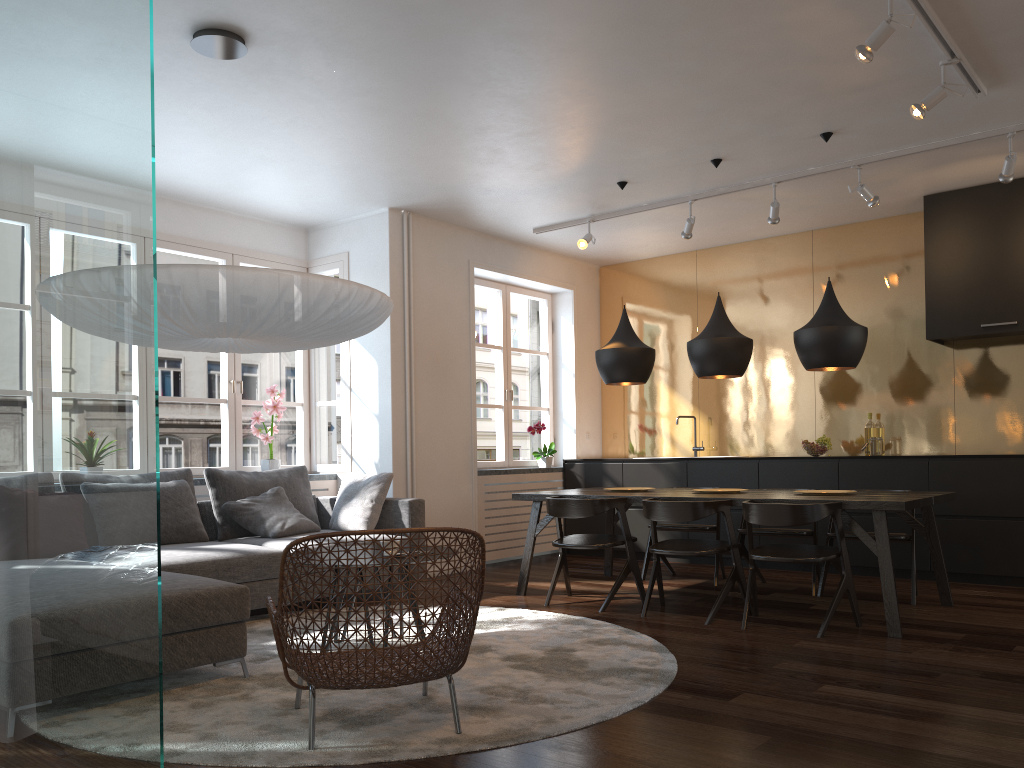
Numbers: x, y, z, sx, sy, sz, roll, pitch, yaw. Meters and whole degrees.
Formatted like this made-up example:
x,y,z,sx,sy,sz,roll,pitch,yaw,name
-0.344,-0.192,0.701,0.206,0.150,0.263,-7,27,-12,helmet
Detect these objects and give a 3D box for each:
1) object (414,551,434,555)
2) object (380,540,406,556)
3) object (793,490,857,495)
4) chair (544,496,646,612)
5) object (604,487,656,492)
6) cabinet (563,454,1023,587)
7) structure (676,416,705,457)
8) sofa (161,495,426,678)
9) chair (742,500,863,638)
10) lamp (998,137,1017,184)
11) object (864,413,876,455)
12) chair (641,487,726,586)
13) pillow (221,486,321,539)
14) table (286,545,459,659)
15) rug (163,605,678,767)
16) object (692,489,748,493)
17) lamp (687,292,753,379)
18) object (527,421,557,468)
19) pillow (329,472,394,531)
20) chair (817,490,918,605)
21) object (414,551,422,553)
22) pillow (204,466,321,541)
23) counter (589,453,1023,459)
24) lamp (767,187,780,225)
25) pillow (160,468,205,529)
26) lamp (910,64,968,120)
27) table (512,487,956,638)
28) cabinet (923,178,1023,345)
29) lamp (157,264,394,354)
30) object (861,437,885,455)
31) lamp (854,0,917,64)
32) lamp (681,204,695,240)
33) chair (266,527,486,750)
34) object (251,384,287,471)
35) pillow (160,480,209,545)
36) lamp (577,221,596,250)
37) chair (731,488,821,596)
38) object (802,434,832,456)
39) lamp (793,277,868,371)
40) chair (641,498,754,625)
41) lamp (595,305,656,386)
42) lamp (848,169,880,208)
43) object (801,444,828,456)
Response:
x,y,z,sx,sy,sz,roll,pitch,yaw,name
-0.417,0.805,4.206,0.015,0.015,0.168,-2,-5,26,object
-0.564,0.778,4.185,0.091,0.069,0.139,2,-4,-39,object
1.844,0.641,5.211,0.356,0.016,0.356,-5,-6,42,object
0.485,1.040,5.518,0.594,0.670,0.520,-3,-2,37,chair
0.803,0.723,6.048,0.356,0.016,0.356,-5,-6,42,object
2.678,1.010,6.907,5.072,0.899,0.733,-4,-4,39,cabinet
1.597,0.475,7.915,0.266,0.385,0.109,0,-1,-35,structure
-1.548,1.019,4.845,2.043,0.670,3.071,-4,-5,39,sofa
1.498,0.960,4.711,0.594,0.670,0.520,-2,-2,37,chair
2.929,-1.319,5.181,0.085,0.239,0.251,-1,-2,10,lamp
2.857,0.399,7.053,0.092,0.339,0.092,-1,-1,6,object
1.297,1.104,6.495,0.594,0.670,0.520,-2,-2,35,chair
-1.574,0.842,5.815,0.444,0.320,0.493,-2,-3,20,pillow
-0.675,1.058,4.283,0.848,0.472,0.848,-4,-5,41,table
-0.677,1.277,4.120,2.839,0.012,2.844,-2,-5,19,rug
1.323,0.682,5.630,0.356,0.016,0.356,-3,-5,20,object
1.318,-0.313,5.616,0.411,0.540,0.411,-1,-2,15,lamp
0.287,0.550,8.115,0.230,0.436,0.406,-1,-2,15,object
-1.074,0.815,6.088,0.495,0.414,0.286,-3,-3,38,pillow
2.307,1.021,5.646,0.594,0.670,0.520,-3,-2,38,chair
-0.459,0.806,4.215,0.025,0.016,0.164,-2,-5,14,object
-1.687,0.804,6.060,0.275,0.476,0.837,-2,-3,39,pillow
2.671,0.561,6.909,5.069,0.002,0.733,-5,-6,39,counter
1.815,-1.231,6.074,0.085,0.239,0.251,-1,-2,5,lamp
-2.268,0.756,5.354,0.277,0.474,0.840,-2,-3,39,pillow
2.018,-1.383,4.187,0.251,0.239,0.085,-2,-1,21,lamp
1.318,1.027,5.589,2.504,0.678,1.108,-4,-5,39,table
3.915,-0.897,6.018,1.958,1.049,0.532,-4,-3,39,cabinet
-1.261,-0.274,3.900,1.470,0.209,1.474,0,-5,-15,lamp
2.812,0.480,6.884,0.177,0.151,0.088,-2,-1,16,object
1.495,-1.427,3.532,0.252,0.238,0.085,-3,-2,44,lamp
1.311,-1.193,6.468,0.085,0.238,0.252,-1,-2,-11,lamp
-0.474,0.831,3.076,0.718,0.708,0.687,0,-2,-19,chair
-1.827,0.347,6.651,0.297,0.690,0.201,-1,-1,18,object
-2.165,0.772,5.253,0.292,0.396,0.667,-2,-4,39,pillow
0.579,-1.148,6.874,0.085,0.239,0.251,-1,-2,26,lamp
1.833,1.058,6.027,0.594,0.670,0.520,-2,-2,37,chair
2.398,0.482,6.960,0.239,0.173,0.178,-2,-3,23,object
1.862,-0.356,5.178,0.411,0.540,0.412,-1,-2,-4,lamp
1.020,0.998,5.095,0.594,0.670,0.520,-3,-3,39,chair
0.774,-0.270,6.053,0.411,0.540,0.412,0,-2,-18,lamp
3.030,-0.457,5.947,1.834,1.845,0.089,0,0,-17,lamp
2.399,0.522,6.978,0.218,0.097,0.219,-1,-4,-4,object
